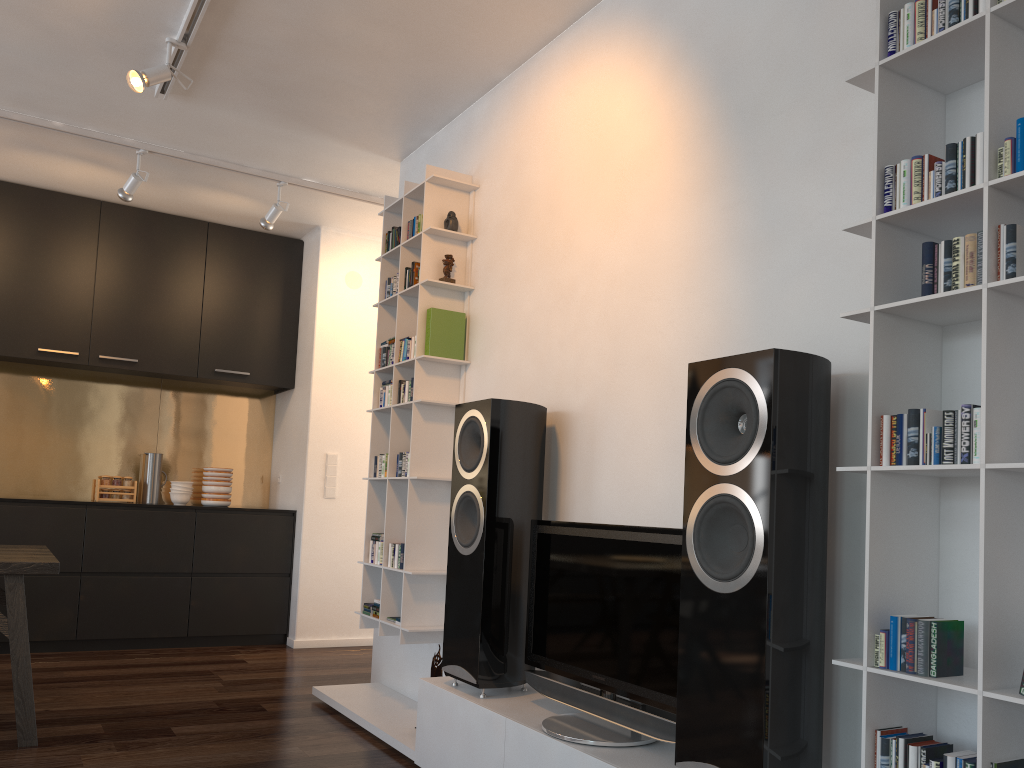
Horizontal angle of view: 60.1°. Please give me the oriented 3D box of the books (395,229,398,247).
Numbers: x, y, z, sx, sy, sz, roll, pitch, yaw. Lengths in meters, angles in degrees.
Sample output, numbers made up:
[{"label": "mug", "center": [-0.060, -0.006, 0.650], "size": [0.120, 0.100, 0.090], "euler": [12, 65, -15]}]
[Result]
[{"label": "books", "center": [-0.515, -0.674, 4.153], "size": [0.070, 0.093, 0.028], "euler": [6, -5, -30]}]

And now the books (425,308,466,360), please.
[{"label": "books", "center": [-0.291, -0.211, 3.844], "size": [0.166, 0.212, 0.049], "euler": [6, -5, -30]}]

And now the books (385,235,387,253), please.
[{"label": "books", "center": [-0.572, -0.662, 4.250], "size": [0.070, 0.092, 0.014], "euler": [6, -5, -30]}]

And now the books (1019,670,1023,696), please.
[{"label": "books", "center": [0.933, 0.480, 1.487], "size": [0.090, 0.107, 0.118], "euler": [6, -7, -30]}]

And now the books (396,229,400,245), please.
[{"label": "books", "center": [-0.504, -0.676, 4.132], "size": [0.070, 0.090, 0.046], "euler": [6, -6, -30]}]

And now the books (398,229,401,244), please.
[{"label": "books", "center": [-0.494, -0.681, 4.118], "size": [0.069, 0.098, 0.058], "euler": [6, -6, -30]}]

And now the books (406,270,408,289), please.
[{"label": "books", "center": [-0.442, -0.464, 3.996], "size": [0.070, 0.092, 0.014], "euler": [6, -5, -30]}]

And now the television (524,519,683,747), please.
[{"label": "television", "center": [0.274, 0.709, 2.578], "size": [0.346, 0.596, 0.793], "euler": [4, -7, -11]}]

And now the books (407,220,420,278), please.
[{"label": "books", "center": [-0.390, -0.585, 3.978], "size": [0.107, 0.331, 0.229], "euler": [5, -6, -29]}]

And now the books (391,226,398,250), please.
[{"label": "books", "center": [-0.535, -0.680, 4.190], "size": [0.074, 0.115, 0.029], "euler": [6, -5, -30]}]

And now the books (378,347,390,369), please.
[{"label": "books", "center": [-0.572, -0.117, 4.204], "size": [0.096, 0.104, 0.102], "euler": [6, -7, -30]}]

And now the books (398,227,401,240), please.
[{"label": "books", "center": [-0.489, -0.681, 4.110], "size": [0.069, 0.098, 0.058], "euler": [6, -6, -30]}]

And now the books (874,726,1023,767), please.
[{"label": "books", "center": [1.282, -0.196, 0.987], "size": [0.115, 1.808, 1.960], "euler": [5, -6, -30]}]

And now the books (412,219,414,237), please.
[{"label": "books", "center": [-0.423, -0.691, 4.021], "size": [0.069, 0.107, 0.012], "euler": [6, -5, -30]}]

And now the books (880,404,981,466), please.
[{"label": "books", "center": [1.266, 0.020, 0.982], "size": [0.115, 0.113, 1.932], "euler": [6, -9, -30]}]

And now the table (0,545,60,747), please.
[{"label": "table", "center": [-3.081, 0.926, 3.172], "size": [2.509, 0.675, 1.111], "euler": [7, -8, -30]}]

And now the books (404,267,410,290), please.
[{"label": "books", "center": [-0.454, -0.470, 4.010], "size": [0.069, 0.106, 0.023], "euler": [6, -5, -30]}]

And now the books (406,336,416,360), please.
[{"label": "books", "center": [-0.391, -0.156, 3.906], "size": [0.123, 0.112, 0.137], "euler": [6, -7, -30]}]

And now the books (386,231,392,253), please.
[{"label": "books", "center": [-0.565, -0.672, 4.234], "size": [0.069, 0.106, 0.023], "euler": [6, -5, -30]}]

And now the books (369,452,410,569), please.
[{"label": "books", "center": [-0.504, 0.570, 4.003], "size": [0.123, 0.508, 0.471], "euler": [5, -6, -30]}]

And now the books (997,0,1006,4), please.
[{"label": "books", "center": [0.970, -0.746, 1.609], "size": [0.099, 0.104, 0.132], "euler": [6, -7, -31]}]

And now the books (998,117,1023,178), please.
[{"label": "books", "center": [0.957, -0.421, 1.583], "size": [0.099, 0.104, 0.132], "euler": [6, -7, -31]}]

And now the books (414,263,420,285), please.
[{"label": "books", "center": [-0.401, -0.479, 3.929], "size": [0.069, 0.106, 0.016], "euler": [6, -5, -30]}]

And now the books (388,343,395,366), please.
[{"label": "books", "center": [-0.510, -0.131, 4.098], "size": [0.096, 0.107, 0.114], "euler": [6, -7, -30]}]

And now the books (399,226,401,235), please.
[{"label": "books", "center": [-0.485, -0.682, 4.102], "size": [0.069, 0.098, 0.058], "euler": [6, -6, -30]}]

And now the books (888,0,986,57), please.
[{"label": "books", "center": [1.094, -0.610, 1.372], "size": [0.102, 0.428, 1.129], "euler": [5, -8, -30]}]

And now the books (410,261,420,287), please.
[{"label": "books", "center": [-0.414, -0.482, 3.949], "size": [0.074, 0.115, 0.029], "euler": [6, -5, -30]}]

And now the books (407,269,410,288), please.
[{"label": "books", "center": [-0.436, -0.465, 3.983], "size": [0.070, 0.092, 0.014], "euler": [6, -5, -30]}]

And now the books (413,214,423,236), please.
[{"label": "books", "center": [-0.366, -0.701, 3.954], "size": [0.102, 0.109, 0.161], "euler": [6, -8, -30]}]

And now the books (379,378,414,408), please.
[{"label": "books", "center": [-0.475, 0.049, 4.040], "size": [0.123, 0.112, 0.469], "euler": [6, -9, -30]}]

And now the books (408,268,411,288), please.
[{"label": "books", "center": [-0.428, -0.468, 3.968], "size": [0.070, 0.092, 0.020], "euler": [6, -5, -30]}]

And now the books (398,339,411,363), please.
[{"label": "books", "center": [-0.455, -0.143, 3.996], "size": [0.096, 0.107, 0.088], "euler": [6, -7, -30]}]

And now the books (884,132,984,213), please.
[{"label": "books", "center": [0.899, -0.410, 1.682], "size": [0.102, 0.103, 0.385], "euler": [6, -9, -30]}]

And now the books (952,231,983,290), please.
[{"label": "books", "center": [0.997, -0.244, 1.484], "size": [0.090, 0.105, 0.505], "euler": [6, -9, -30]}]

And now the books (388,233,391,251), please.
[{"label": "books", "center": [-0.553, -0.666, 4.219], "size": [0.070, 0.092, 0.014], "euler": [6, -5, -30]}]

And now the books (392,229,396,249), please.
[{"label": "books", "center": [-0.525, -0.676, 4.169], "size": [0.074, 0.098, 0.019], "euler": [6, -5, -30]}]

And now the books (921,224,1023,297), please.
[{"label": "books", "center": [1.254, -0.663, 1.106], "size": [0.115, 0.852, 1.760], "euler": [5, -8, -30]}]

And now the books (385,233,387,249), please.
[{"label": "books", "center": [-0.577, -0.668, 4.265], "size": [0.069, 0.106, 0.016], "euler": [6, -5, -30]}]

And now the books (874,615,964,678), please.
[{"label": "books", "center": [0.792, 0.508, 1.730], "size": [0.099, 0.104, 0.132], "euler": [6, -7, -31]}]
